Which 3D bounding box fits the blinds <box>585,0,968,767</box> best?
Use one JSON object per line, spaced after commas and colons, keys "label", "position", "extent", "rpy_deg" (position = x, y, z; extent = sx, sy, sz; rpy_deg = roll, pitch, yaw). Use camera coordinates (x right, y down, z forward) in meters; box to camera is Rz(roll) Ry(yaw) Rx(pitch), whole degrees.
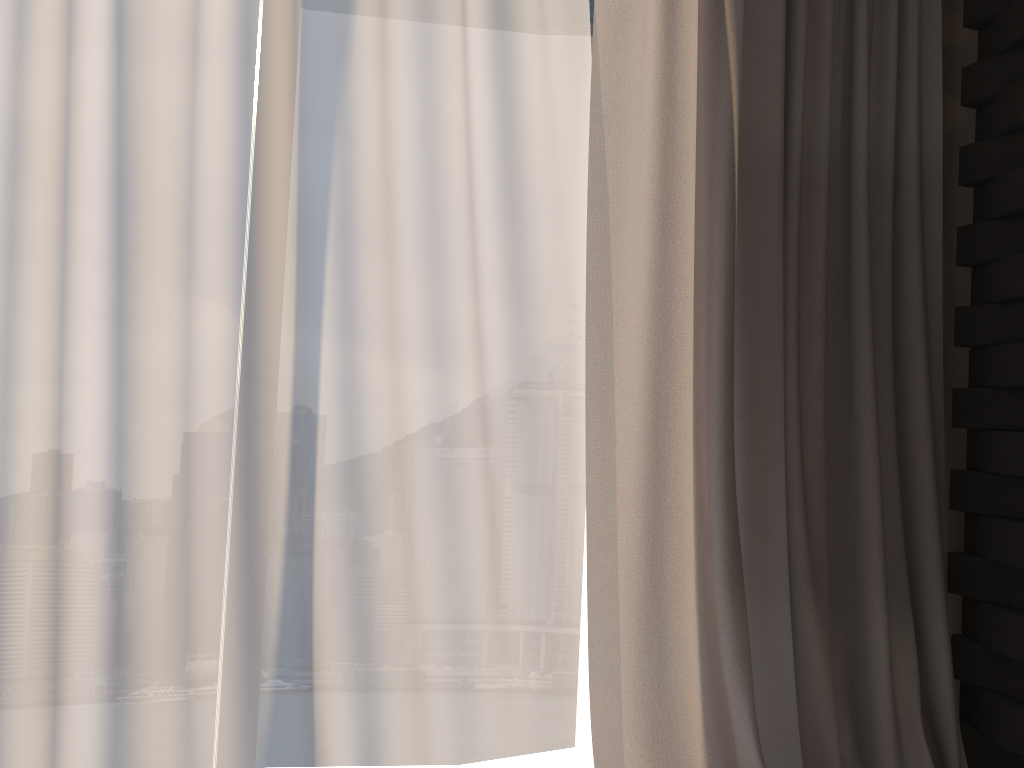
{"label": "blinds", "position": [0.659, -0.241, 1.965], "extent": [1.046, 2.642, 0.325], "rpy_deg": [4, -3, -26]}
